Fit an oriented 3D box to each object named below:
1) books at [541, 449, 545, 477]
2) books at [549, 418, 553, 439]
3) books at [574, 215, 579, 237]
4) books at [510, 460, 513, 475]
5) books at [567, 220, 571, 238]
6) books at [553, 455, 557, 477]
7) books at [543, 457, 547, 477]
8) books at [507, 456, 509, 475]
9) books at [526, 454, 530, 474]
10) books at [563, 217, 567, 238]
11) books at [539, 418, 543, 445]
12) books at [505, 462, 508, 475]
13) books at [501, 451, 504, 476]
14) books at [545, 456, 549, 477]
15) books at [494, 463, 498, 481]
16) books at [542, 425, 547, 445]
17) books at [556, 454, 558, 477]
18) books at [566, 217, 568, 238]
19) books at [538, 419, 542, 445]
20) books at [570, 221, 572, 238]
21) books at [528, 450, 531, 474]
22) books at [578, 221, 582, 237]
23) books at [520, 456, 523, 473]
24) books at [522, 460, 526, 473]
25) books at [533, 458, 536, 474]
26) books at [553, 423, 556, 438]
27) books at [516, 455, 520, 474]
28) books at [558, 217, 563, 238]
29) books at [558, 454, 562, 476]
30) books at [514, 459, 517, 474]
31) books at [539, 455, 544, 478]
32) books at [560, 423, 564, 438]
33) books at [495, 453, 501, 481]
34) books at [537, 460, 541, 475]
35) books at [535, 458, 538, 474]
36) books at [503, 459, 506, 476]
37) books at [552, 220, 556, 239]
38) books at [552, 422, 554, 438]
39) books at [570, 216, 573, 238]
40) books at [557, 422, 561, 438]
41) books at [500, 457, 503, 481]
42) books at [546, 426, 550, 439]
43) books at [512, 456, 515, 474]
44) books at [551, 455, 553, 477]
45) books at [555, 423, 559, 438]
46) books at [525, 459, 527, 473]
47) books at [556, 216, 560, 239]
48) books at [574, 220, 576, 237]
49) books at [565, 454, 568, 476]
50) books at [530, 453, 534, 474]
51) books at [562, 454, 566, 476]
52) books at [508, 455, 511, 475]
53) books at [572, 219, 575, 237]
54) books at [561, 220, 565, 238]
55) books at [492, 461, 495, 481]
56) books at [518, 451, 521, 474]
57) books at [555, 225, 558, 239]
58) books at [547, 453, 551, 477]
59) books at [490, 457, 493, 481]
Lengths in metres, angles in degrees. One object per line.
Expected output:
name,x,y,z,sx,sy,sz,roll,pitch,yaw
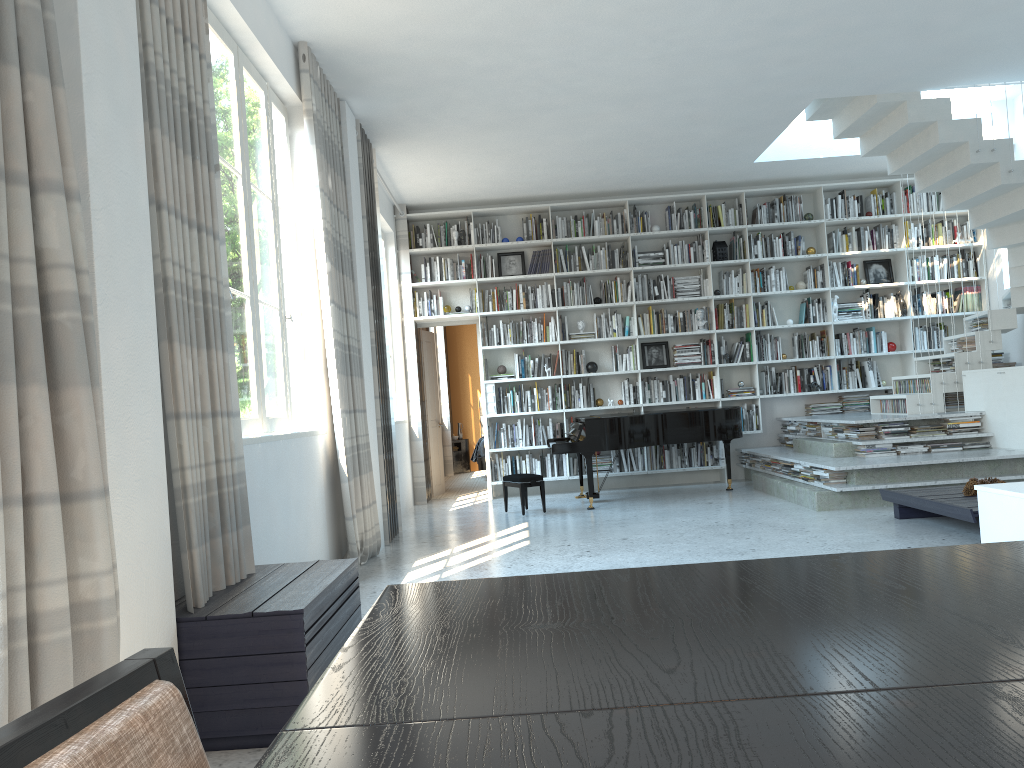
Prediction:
books,0.338,0.864,9.718,0.013,0.310,0.130,-4,-1,0
books,0.426,0.518,9.718,0.025,0.288,0.130,-4,-1,0
books,0.708,-1.706,9.751,0.028,0.268,0.151,-4,-1,0
books,0.001,0.940,9.711,0.022,0.205,0.158,-4,-1,0
books,0.621,-1.670,9.719,0.029,0.208,0.178,-4,-1,0
books,0.468,0.861,9.694,0.021,0.295,0.188,-4,-1,0
books,0.359,0.911,9.716,0.024,0.214,0.137,-4,-1,0
books,-0.042,0.914,9.690,0.013,0.261,0.174,-4,-1,0
books,0.175,0.897,9.695,0.031,0.266,0.186,-4,-1,0
books,0.581,-1.689,9.736,0.023,0.251,0.170,-4,-1,0
books,0.318,0.519,9.706,0.013,0.301,0.172,-4,-1,0
books,-0.056,0.954,9.709,0.022,0.186,0.145,-4,-1,0
books,-0.099,0.890,9.708,0.011,0.318,0.157,-4,-1,0
books,0.382,0.903,9.704,0.022,0.224,0.141,-4,-1,0
books,-0.176,0.960,9.689,0.029,0.190,0.176,-4,-1,0
books,0.357,0.558,9.708,0.059,0.216,0.177,-4,-1,0
books,0.484,0.856,9.692,0.012,0.303,0.165,-4,-1,0
books,0.599,-1.690,9.732,0.012,0.250,0.174,-4,-1,0
books,0.301,0.525,9.711,0.022,0.290,0.137,-4,-1,0
books,0.642,-1.671,9.732,0.014,0.207,0.166,-4,-1,0
books,0.196,0.877,9.714,0.014,0.304,0.139,-4,-1,0
books,0.740,-1.675,9.741,0.030,0.201,0.152,-4,-1,0
books,0.105,0.912,9.716,0.022,0.246,0.135,-4,-1,0
books,0.133,0.932,9.691,0.030,0.201,0.168,-4,-1,0
books,0.241,0.916,9.695,0.021,0.218,0.190,-4,-1,0
books,0.466,0.546,9.725,0.030,0.227,0.140,-4,-1,0
books,0.067,0.910,9.711,0.027,0.256,0.160,-4,-1,0
books,0.530,-1.687,9.738,0.031,0.254,0.145,-4,-1,0
books,0.524,0.878,9.714,0.065,0.256,0.156,-4,-1,0
books,0.044,0.929,9.705,0.022,0.221,0.163,-4,-1,0
books,0.322,0.897,9.687,0.023,0.244,0.188,-4,-1,0
books,0.545,0.538,9.709,0.030,0.230,0.151,-4,-1,0
books,-0.150,0.906,9.705,0.044,0.293,0.181,-4,-1,0
books,0.297,0.927,9.686,0.031,0.188,0.190,-4,-1,0
books,0.267,0.920,9.693,0.028,0.206,0.171,-4,-1,0
books,-0.079,0.935,9.702,0.022,0.226,0.154,-4,-1,0
books,0.456,-1.673,9.732,0.029,0.237,0.156,-4,-1,0
books,0.445,0.540,9.691,0.011,0.239,0.174,-4,-1,0
books,0.653,-1.701,9.735,0.010,0.264,0.160,-4,-1,0
books,0.517,0.538,9.719,0.026,0.236,0.140,-4,-1,0
books,-0.114,0.928,9.711,0.024,0.246,0.143,-4,-1,0
books,0.402,0.562,9.726,0.030,0.203,0.142,-4,-1,0
books,0.021,0.915,9.715,0.022,0.252,0.139,-4,-1,0
books,0.439,0.880,9.724,0.040,0.264,0.137,-4,-1,0
books,0.493,0.542,9.683,0.023,0.228,0.190,-4,-1,0
books,0.155,0.927,9.721,0.014,0.211,0.146,-4,-1,0
books,0.503,-1.697,9.757,0.021,0.279,0.140,-4,-1,0
books,0.690,-1.679,9.751,0.012,0.216,0.150,-4,-1,0
books,0.593,0.883,9.673,0.017,0.233,0.212,-4,-1,0
books,0.217,0.894,9.695,0.025,0.266,0.159,-4,-1,0
books,0.570,0.865,9.715,0.027,0.276,0.143,-4,-1,0
books,-0.024,0.911,9.696,0.023,0.266,0.177,-4,-1,0
books,0.671,-1.686,9.760,0.025,0.234,0.129,-4,-1,0
books,0.559,-1.672,9.733,0.023,0.220,0.181,-4,-1,0
books,-0.202,0.949,9.716,0.023,0.216,0.158,-4,-1,0
books,0.086,0.886,9.696,0.013,0.300,0.183,-4,-1,0
books,0.484,-1.647,9.747,0.024,0.183,0.133,-4,-1,0
books,0.405,0.886,9.701,0.027,0.256,0.179,-4,-1,0
books,-0.221,0.932,9.716,0.012,0.254,0.161,-4,-1,0
